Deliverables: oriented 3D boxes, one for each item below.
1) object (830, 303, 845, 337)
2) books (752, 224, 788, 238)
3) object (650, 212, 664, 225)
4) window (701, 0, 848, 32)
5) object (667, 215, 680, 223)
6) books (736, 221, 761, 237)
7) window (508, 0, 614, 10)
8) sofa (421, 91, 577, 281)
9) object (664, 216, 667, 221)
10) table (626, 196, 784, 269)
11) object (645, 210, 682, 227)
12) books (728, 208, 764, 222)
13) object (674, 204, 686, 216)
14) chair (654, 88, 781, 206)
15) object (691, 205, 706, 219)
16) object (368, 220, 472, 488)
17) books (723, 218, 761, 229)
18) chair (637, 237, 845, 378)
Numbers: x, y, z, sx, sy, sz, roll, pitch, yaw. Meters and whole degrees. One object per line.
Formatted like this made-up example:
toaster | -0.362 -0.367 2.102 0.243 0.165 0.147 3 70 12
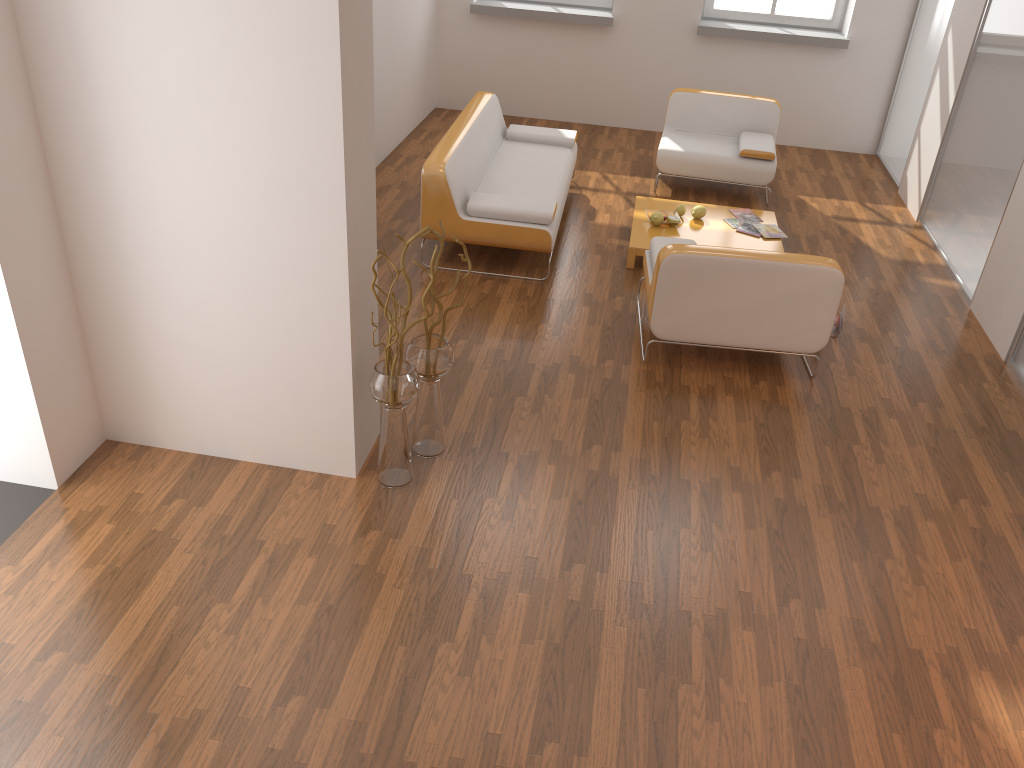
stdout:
object | 1.838 -0.439 5.172 0.189 0.217 0.281 13 32 14
books | 1.758 -1.044 6.049 0.171 0.004 0.249 -1 32 -8
object | 0.984 -1.120 6.003 0.102 0.095 0.101 -8 34 -20
window | 2.465 -4.092 7.863 1.308 1.737 0.142 8 32 6
object | 1.096 -1.104 6.029 0.091 0.065 0.092 -13 35 -26
books | 1.655 -1.066 6.080 0.171 0.004 0.249 21 35 25
window | 0.393 -4.386 8.095 1.308 1.737 0.142 8 32 6
sofa | -0.017 -1.474 6.216 0.825 0.661 2.010 7 32 5
object | 1.022 -1.142 6.089 0.134 0.037 0.061 12 32 12
table | 1.320 -1.000 6.089 1.000 0.150 1.000 8 32 6
object | 1.031 -1.124 6.067 0.227 0.048 0.227 3 31 -3
books | 1.659 -1.203 6.312 0.171 0.004 0.249 -2 32 -10
object | 1.173 -1.214 6.193 0.080 0.087 0.094 24 37 29
chair | 1.665 -1.936 7.170 0.923 0.661 0.825 10 32 9
object | 1.301 -1.198 6.179 0.105 0.091 0.103 5 31 1
object | -0.427 -0.085 3.464 0.284 1.112 0.655 20 35 24
books | 1.613 -1.119 6.171 0.249 0.004 0.171 -5 33 -15
chair | 1.197 -0.540 4.831 0.923 0.661 0.825 5 31 2
